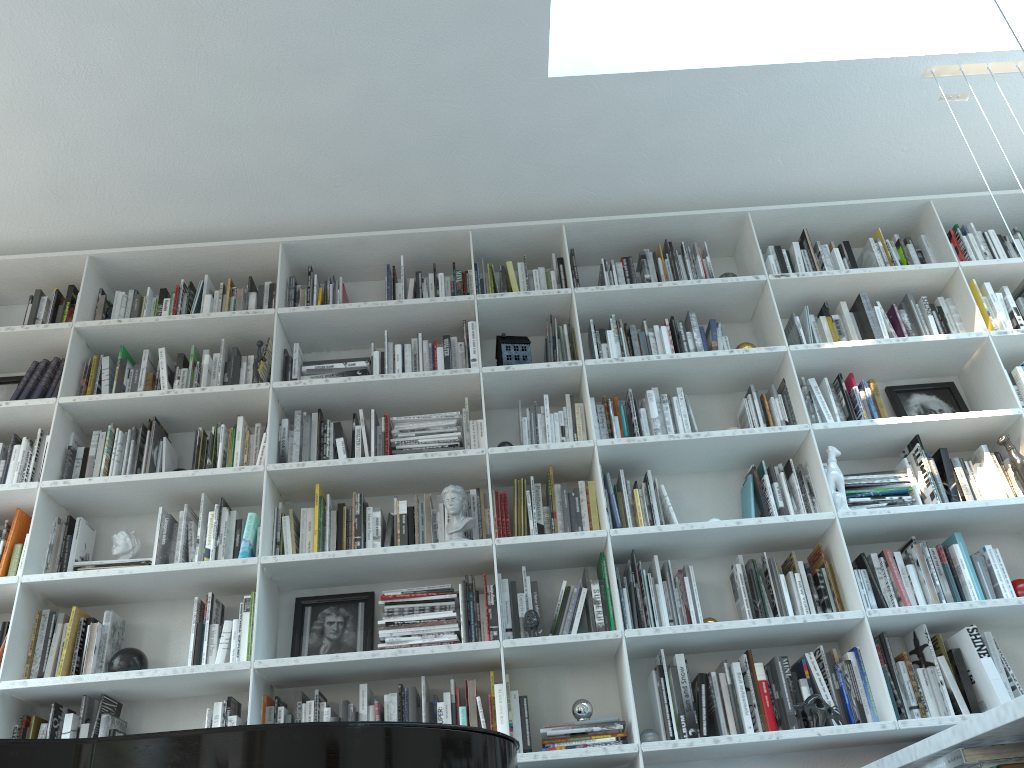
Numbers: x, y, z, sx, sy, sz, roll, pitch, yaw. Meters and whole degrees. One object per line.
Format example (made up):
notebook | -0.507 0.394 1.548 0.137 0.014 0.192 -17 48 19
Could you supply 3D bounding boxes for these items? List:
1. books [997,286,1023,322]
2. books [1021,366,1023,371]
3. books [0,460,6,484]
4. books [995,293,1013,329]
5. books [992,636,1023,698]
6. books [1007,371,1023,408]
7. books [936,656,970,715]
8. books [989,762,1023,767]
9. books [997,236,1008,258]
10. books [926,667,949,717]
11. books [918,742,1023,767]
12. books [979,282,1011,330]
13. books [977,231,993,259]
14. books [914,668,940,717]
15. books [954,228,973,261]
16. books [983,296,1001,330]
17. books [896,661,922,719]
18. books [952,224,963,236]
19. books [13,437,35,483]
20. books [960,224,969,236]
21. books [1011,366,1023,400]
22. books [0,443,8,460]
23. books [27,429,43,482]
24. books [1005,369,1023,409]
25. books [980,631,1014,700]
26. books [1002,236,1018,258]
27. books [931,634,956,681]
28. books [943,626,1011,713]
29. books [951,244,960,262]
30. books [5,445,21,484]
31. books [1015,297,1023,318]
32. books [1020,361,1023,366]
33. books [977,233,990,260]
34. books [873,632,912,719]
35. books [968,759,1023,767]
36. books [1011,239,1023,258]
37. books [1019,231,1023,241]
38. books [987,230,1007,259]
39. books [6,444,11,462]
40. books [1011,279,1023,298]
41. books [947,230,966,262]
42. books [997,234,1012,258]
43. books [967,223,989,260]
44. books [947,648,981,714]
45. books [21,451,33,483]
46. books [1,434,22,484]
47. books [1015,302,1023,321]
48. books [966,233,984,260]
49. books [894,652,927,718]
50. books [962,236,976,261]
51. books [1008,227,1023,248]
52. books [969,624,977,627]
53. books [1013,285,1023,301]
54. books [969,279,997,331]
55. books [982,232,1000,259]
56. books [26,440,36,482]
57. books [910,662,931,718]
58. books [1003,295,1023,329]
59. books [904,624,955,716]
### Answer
books | 2.148 -0.272 3.847 0.023 0.262 0.159 -4 -31 -2
books | 2.151 0.079 3.713 0.026 0.255 0.174 -4 -31 -2
books | -2.025 0.418 3.550 0.022 0.185 0.137 -4 -31 -2
books | 2.090 -0.256 3.826 0.049 0.222 0.162 -4 -31 -2
books | 1.741 1.050 3.147 0.062 0.272 0.149 -4 -31 -2
books | 2.091 0.095 3.724 0.026 0.248 0.161 -4 -31 -2
books | 1.518 1.087 3.119 0.052 0.216 0.185 -4 -31 -2
books | 0.800 0.630 1.428 0.171 0.007 0.262 -3 -31 -4
books | 2.243 -0.544 4.093 0.011 0.235 0.149 -4 -31 -2
books | 1.468 1.106 3.112 0.024 0.184 0.150 -4 -31 -2
books | 0.784 0.612 1.439 0.189 0.021 0.239 -7 -31 2
books | 2.051 -0.276 3.825 0.026 0.262 0.190 -4 -31 -2
books | 2.172 -0.553 4.105 0.027 0.274 0.149 -4 -31 -2
books | 1.440 1.111 3.117 0.030 0.187 0.140 -4 -31 -2
books | 2.058 -0.553 4.081 0.012 0.267 0.185 -4 -31 -2
books | 2.029 -0.245 3.817 0.024 0.204 0.166 -4 -31 -2
books | 1.373 1.103 3.120 0.023 0.213 0.164 -4 -31 -2
books | 2.090 -0.569 4.120 0.014 0.330 0.143 -4 -31 -2
books | -1.937 0.369 3.558 0.022 0.262 0.175 -4 -31 -2
books | 2.125 -0.569 4.121 0.012 0.324 0.152 -4 -31 -2
books | 2.115 0.079 3.700 0.023 0.246 0.183 -4 -31 -2
books | -2.053 0.389 3.570 0.029 0.259 0.158 -4 -31 -2
books | -1.883 0.350 3.561 0.012 0.289 0.183 -4 -31 -2
books | 2.072 0.088 3.713 0.012 0.252 0.161 -4 -31 -2
books | 1.697 1.042 3.140 0.025 0.286 0.161 -4 -31 -2
books | 2.288 -0.547 4.096 0.025 0.235 0.144 -4 -31 -2
books | 1.546 1.059 3.161 0.010 0.302 0.132 -4 -31 -2
books | 1.619 1.028 3.108 0.075 0.289 0.256 -4 -31 -2
books | 2.028 -0.517 4.092 0.025 0.222 0.137 -4 -31 -2
books | -1.962 0.385 3.549 0.030 0.229 0.173 -4 -31 -2
books | 2.212 -0.251 3.842 0.025 0.210 0.135 -4 -31 -2
books | 2.170 0.058 3.710 0.014 0.284 0.186 -4 -31 -2
books | 2.152 -0.546 4.100 0.014 0.259 0.168 -4 -31 -2
books | 1.351 1.062 3.158 0.013 0.325 0.131 -4 -31 -2
books | 0.800 0.623 1.432 0.170 0.008 0.209 -6 -31 0
books | 2.329 -0.536 4.093 0.026 0.207 0.164 -4 -31 -2
books | 2.368 -0.561 4.111 0.015 0.262 0.144 -4 -31 -2
books | 2.222 -0.554 4.101 0.029 0.263 0.180 -4 -31 -2
books | -2.007 0.387 3.575 0.035 0.259 0.132 -4 -31 -2
books | 2.255 -0.298 3.853 0.022 0.295 0.153 -4 -31 -2
books | 2.045 -0.553 4.096 0.013 0.285 0.151 -4 -31 -2
books | 2.262 -0.546 4.106 0.027 0.248 0.155 -4 -31 -2
books | 2.138 -0.569 4.104 0.012 0.304 0.185 -4 -31 -2
books | 1.569 1.076 3.129 0.031 0.238 0.172 -4 -31 -2
books | -1.917 0.399 3.555 0.013 0.205 0.173 -4 -31 -2
books | -1.985 0.367 3.565 0.012 0.279 0.189 -4 -31 -2
books | 2.182 -0.226 3.867 0.038 0.198 0.171 -4 -31 -2
books | 2.111 -0.541 4.086 0.023 0.242 0.183 -4 -31 -2
books | 1.391 1.084 3.119 0.015 0.242 0.157 -4 -31 -2
books | 2.076 -0.536 4.074 0.022 0.228 0.175 -4 -31 -2
books | 2.354 -0.567 4.120 0.012 0.283 0.160 -4 -31 -2
books | 1.677 1.038 3.168 0.012 0.324 0.137 -4 -31 -2
books | 2.234 -0.280 3.837 0.023 0.252 0.190 -4 -31 -2
books | 2.008 -0.282 3.839 0.010 0.292 0.184 -4 -31 -2
books | 2.197 -0.550 4.098 0.022 0.257 0.164 -4 -31 -2
books | -1.900 0.377 3.579 0.024 0.264 0.156 -4 -31 -2
books | 1.412 1.103 3.121 0.025 0.209 0.138 -4 -31 -2
books | 2.128 -0.249 3.815 0.024 0.192 0.191 -4 -31 -2
books | 1.481 1.040 3.147 0.014 0.331 0.169 -4 -31 -2
